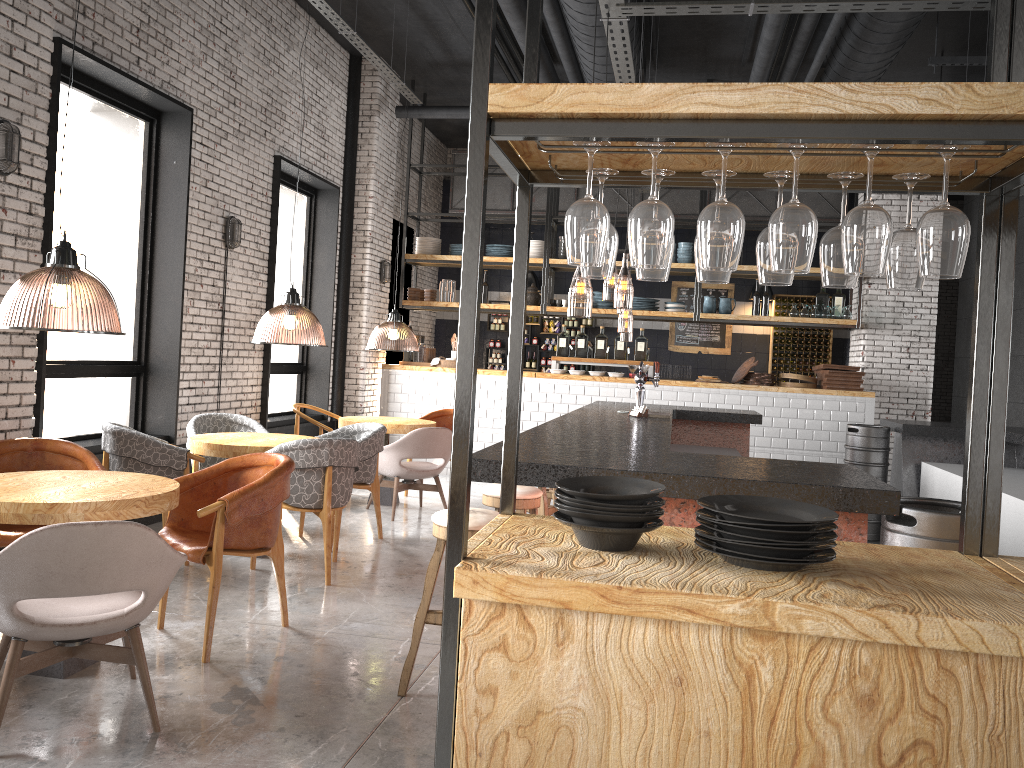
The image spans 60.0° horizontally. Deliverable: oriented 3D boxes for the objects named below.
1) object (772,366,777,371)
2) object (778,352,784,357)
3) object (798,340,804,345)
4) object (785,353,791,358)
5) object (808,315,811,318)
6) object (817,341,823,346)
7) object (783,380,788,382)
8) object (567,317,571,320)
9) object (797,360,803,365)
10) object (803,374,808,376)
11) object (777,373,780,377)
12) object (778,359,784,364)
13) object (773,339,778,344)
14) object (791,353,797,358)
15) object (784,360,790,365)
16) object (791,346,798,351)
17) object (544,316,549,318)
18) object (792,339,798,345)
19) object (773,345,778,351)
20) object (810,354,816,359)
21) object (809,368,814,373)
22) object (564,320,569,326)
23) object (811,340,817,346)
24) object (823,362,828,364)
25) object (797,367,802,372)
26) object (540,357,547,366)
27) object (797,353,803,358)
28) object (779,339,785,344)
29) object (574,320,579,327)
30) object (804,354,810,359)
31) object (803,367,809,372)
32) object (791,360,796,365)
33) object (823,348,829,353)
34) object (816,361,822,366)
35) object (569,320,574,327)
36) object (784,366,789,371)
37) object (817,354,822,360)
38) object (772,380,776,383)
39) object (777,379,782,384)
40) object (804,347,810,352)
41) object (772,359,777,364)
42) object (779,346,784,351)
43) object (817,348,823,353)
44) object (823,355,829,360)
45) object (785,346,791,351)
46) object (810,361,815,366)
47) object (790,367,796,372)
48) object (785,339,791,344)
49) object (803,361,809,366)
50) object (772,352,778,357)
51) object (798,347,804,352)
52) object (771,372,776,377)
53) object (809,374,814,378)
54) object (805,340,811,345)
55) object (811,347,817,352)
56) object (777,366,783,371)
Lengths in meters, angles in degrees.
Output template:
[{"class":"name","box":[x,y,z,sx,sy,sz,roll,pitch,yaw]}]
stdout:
[{"class":"object","box":[4.053,-0.244,13.696,0.079,0.079,0.281,3,2,10]},{"class":"object","box":[4.159,-0.449,13.687,0.079,0.079,0.283,3,2,10]},{"class":"object","box":[4.445,-0.641,13.611,0.079,0.079,0.283,3,2,10]},{"class":"object","box":[4.250,-0.443,13.661,0.079,0.079,0.283,3,2,10]},{"class":"object","box":[4.560,-1.056,13.591,0.079,0.079,0.283,3,2,10]},{"class":"object","box":[4.727,-0.625,13.583,0.079,0.079,0.283,3,2,10]},{"class":"object","box":[4.227,-0.023,13.664,0.079,0.079,0.281,3,2,10]},{"class":"object","box":[0.927,-1.097,14.381,0.076,0.111,0.076,3,1,-15]},{"class":"object","box":[4.432,-0.327,13.636,0.079,0.079,0.281,3,2,10]},{"class":"object","box":[4.516,-0.112,13.635,0.079,0.079,0.281,3,2,10]},{"class":"object","box":[4.145,-0.134,13.709,0.079,0.079,0.281,3,2,10]},{"class":"object","box":[4.150,-0.343,13.668,0.079,0.079,0.281,3,2,10]},{"class":"object","box":[4.081,-0.664,13.718,0.079,0.079,0.283,3,2,10]},{"class":"object","box":[4.345,-0.437,13.653,0.079,0.079,0.283,3,2,10]},{"class":"object","box":[4.246,-0.338,13.670,0.079,0.079,0.281,3,2,10]},{"class":"object","box":[4.346,-0.542,13.629,0.079,0.079,0.283,3,2,10]},{"class":"object","box":[0.560,-1.152,14.449,0.079,0.156,0.079,3,1,20]},{"class":"object","box":[4.356,-0.647,13.651,0.079,0.079,0.283,3,2,10]},{"class":"object","box":[4.072,-0.559,13.704,0.079,0.079,0.283,3,2,10]},{"class":"object","box":[4.623,-0.421,13.602,0.079,0.079,0.283,3,2,10]},{"class":"object","box":[4.615,-0.211,13.622,0.079,0.079,0.281,3,2,10]},{"class":"object","box":[0.880,-0.989,14.389,0.076,0.111,0.076,3,1,20]},{"class":"object","box":[4.631,-0.630,13.581,0.079,0.079,0.283,3,2,10]},{"class":"object","box":[4.802,-0.305,13.567,0.079,0.079,0.281,3,2,10]},{"class":"object","box":[4.424,-0.222,13.628,0.079,0.079,0.281,3,2,10]},{"class":"object","box":[0.516,-0.371,14.478,0.100,0.139,0.088,3,1,11]},{"class":"object","box":[4.437,-0.432,13.636,0.079,0.079,0.283,3,2,10]},{"class":"object","box":[4.171,-0.659,13.686,0.079,0.079,0.283,3,2,10]},{"class":"object","box":[1.043,-0.979,14.361,0.076,0.111,0.076,3,1,5]},{"class":"object","box":[4.534,-0.427,13.638,0.079,0.079,0.283,3,2,10]},{"class":"object","box":[4.519,-0.216,13.619,0.079,0.079,0.281,3,2,10]},{"class":"object","box":[4.342,-0.333,13.672,0.079,0.079,0.281,3,2,10]},{"class":"object","box":[4.814,-0.514,13.566,0.079,0.079,0.283,3,2,10]},{"class":"object","box":[4.705,-0.310,13.562,0.079,0.079,0.281,3,2,10]},{"class":"object","box":[0.961,-0.984,14.374,0.076,0.111,0.076,4,1,30]},{"class":"object","box":[4.243,-0.233,13.687,0.079,0.079,0.281,3,2,10]},{"class":"object","box":[4.718,-0.415,13.600,0.079,0.079,0.283,3,2,10]},{"class":"object","box":[4.046,-0.035,13.723,0.079,0.079,0.281,3,2,10]},{"class":"object","box":[4.136,-0.029,13.690,0.079,0.079,0.281,3,2,10]},{"class":"object","box":[4.539,-0.532,13.633,0.079,0.079,0.283,3,2,10]},{"class":"object","box":[4.063,-0.350,13.719,0.079,0.079,0.281,3,2,10]},{"class":"object","box":[4.169,-0.554,13.706,0.079,0.079,0.283,3,2,10]},{"class":"object","box":[4.724,-0.520,13.599,0.079,0.079,0.283,3,2,10]},{"class":"object","box":[4.805,-0.409,13.548,0.079,0.079,0.283,3,2,10]},{"class":"object","box":[4.260,-0.548,13.684,0.079,0.079,0.283,3,2,10]},{"class":"object","box":[4.617,-0.316,13.601,0.079,0.079,0.281,3,2,10]},{"class":"object","box":[4.329,-0.227,13.631,0.079,0.079,0.281,3,2,10]},{"class":"object","box":[4.260,-0.653,13.649,0.079,0.079,0.283,3,2,10]},{"class":"object","box":[4.527,-0.322,13.634,0.079,0.079,0.281,3,2,10]},{"class":"object","box":[4.062,-0.454,13.682,0.079,0.079,0.283,3,2,10]},{"class":"object","box":[4.440,-0.536,13.616,0.079,0.079,0.283,3,2,10]},{"class":"object","box":[4.049,-0.139,13.706,0.079,0.079,0.281,3,2,10]},{"class":"object","box":[4.608,-0.106,13.619,0.079,0.079,0.281,3,2,10]},{"class":"object","box":[4.542,-0.636,13.617,0.079,0.079,0.283,3,2,10]},{"class":"object","box":[4.624,-0.525,13.578,0.079,0.079,0.283,3,2,10]},{"class":"object","box":[4.143,-0.238,13.665,0.079,0.079,0.281,3,2,10]}]
